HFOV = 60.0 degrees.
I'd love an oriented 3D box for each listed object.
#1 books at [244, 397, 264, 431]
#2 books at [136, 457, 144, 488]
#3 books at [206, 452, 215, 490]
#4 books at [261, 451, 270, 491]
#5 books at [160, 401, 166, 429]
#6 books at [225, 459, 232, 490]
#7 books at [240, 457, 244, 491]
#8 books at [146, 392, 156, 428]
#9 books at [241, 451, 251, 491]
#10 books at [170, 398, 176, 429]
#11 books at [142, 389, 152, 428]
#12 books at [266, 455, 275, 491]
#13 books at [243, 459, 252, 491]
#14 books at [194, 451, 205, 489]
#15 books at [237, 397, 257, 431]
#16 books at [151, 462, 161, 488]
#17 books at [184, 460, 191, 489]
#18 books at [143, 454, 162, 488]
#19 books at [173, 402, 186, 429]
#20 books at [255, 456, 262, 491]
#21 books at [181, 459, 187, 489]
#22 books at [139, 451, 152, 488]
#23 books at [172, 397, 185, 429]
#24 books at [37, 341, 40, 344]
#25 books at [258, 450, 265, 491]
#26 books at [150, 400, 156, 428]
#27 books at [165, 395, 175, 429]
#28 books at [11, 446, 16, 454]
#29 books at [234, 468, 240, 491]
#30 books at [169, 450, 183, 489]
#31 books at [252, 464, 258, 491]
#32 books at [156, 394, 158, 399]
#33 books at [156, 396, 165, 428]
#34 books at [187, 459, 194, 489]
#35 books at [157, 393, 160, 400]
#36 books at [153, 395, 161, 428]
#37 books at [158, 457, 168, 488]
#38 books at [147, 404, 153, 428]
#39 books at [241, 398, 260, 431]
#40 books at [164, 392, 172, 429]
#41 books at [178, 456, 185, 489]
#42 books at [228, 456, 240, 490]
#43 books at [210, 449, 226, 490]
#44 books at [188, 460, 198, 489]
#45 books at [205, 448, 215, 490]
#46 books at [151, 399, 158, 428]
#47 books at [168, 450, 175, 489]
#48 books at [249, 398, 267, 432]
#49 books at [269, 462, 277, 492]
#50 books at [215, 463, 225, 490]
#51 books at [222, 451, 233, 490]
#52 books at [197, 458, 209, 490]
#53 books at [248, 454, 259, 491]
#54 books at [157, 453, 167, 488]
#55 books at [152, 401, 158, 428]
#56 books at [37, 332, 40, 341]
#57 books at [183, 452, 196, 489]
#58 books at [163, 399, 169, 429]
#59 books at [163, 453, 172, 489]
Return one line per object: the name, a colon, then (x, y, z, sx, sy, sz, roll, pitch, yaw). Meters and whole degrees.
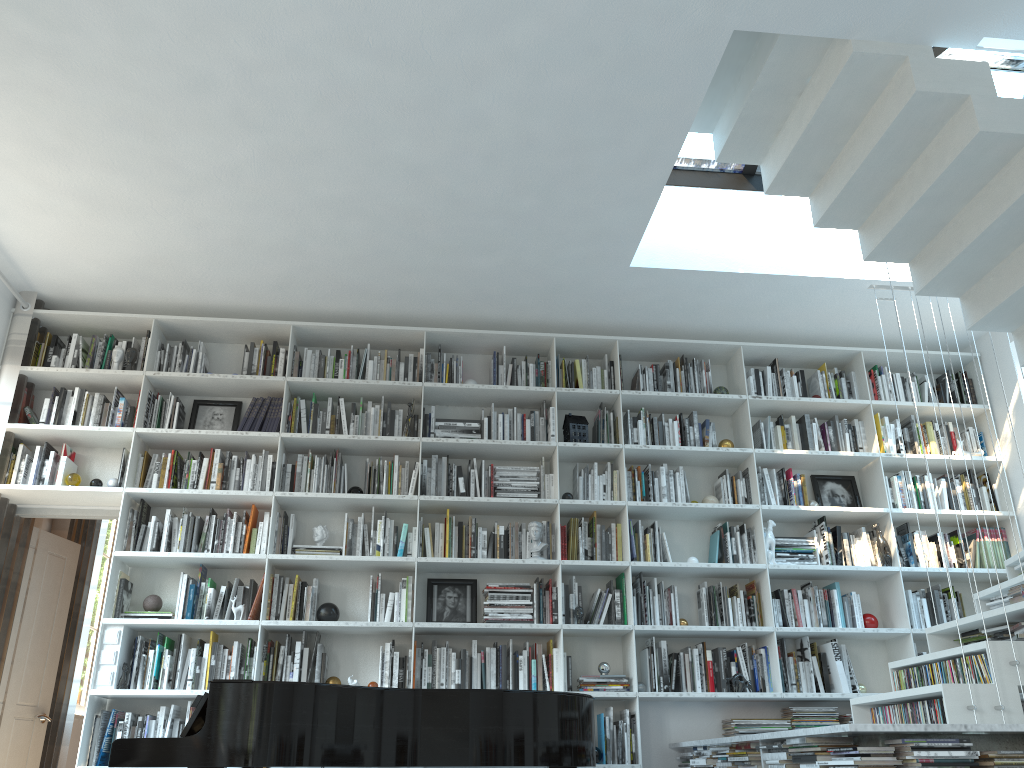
books: (-1.606, 0.240, 5.532, 0.110, 0.278, 0.175, 2, -23, -6)
books: (-2.214, 0.572, 5.323, 0.022, 0.231, 0.152, 2, -23, -6)
books: (-1.805, 0.566, 5.360, 0.023, 0.270, 0.187, 2, -23, -6)
books: (-1.496, 0.573, 5.402, 0.022, 0.288, 0.170, 2, -23, -6)
books: (-2.130, 0.240, 5.458, 0.018, 0.217, 0.187, 2, -23, -6)
books: (-1.704, 0.590, 5.369, 0.013, 0.231, 0.172, 2, -23, -6)
books: (-1.639, 0.587, 5.398, 0.035, 0.259, 0.131, 2, -23, -6)
books: (-2.222, 0.211, 5.474, 0.006, 0.286, 0.149, 2, -23, -6)
books: (-1.614, 0.572, 5.388, 0.012, 0.279, 0.189, 2, -23, -6)
books: (-2.077, 0.231, 5.477, 0.011, 0.248, 0.169, 2, -23, -6)
books: (-2.234, 0.203, 5.464, 0.005, 0.291, 0.185, 2, -23, -6)
books: (-1.467, 0.585, 5.397, 0.035, 0.262, 0.178, 2, -23, -6)
books: (-1.592, 0.594, 5.376, 0.030, 0.229, 0.173, 2, -23, -6)
books: (-1.885, 0.566, 5.362, 0.014, 0.271, 0.181, 2, -23, -6)
books: (-1.652, 0.242, 5.536, 0.110, 0.278, 0.175, 2, -23, -6)
books: (-2.114, 0.587, 5.311, 0.026, 0.194, 0.176, 2, -23, -6)
books: (-1.940, 0.587, 5.341, 0.014, 0.217, 0.165, 2, -23, -6)
books: (-2.161, 0.566, 5.340, 0.062, 0.257, 0.153, 2, -23, -6)
books: (-2.052, 0.245, 5.464, 0.012, 0.213, 0.186, 2, -23, -6)
books: (-1.532, 0.589, 5.409, 0.024, 0.264, 0.155, 2, -23, -6)
books: (-1.967, 0.587, 5.356, 0.012, 0.229, 0.150, 2, -23, -6)
books: (-2.196, 0.556, 5.323, 0.012, 0.262, 0.181, 2, -23, -6)
books: (-2.065, 0.229, 5.478, 0.012, 0.253, 0.167, 2, -23, -6)
books: (-2.969, -0.130, 5.545, 0.011, 0.240, 0.151, 2, -23, -6)
books: (-1.511, 0.567, 5.389, 0.012, 0.289, 0.183, 2, -23, -6)
books: (-2.201, 0.235, 5.470, 0.005, 0.237, 0.154, 2, -23, -6)
books: (-2.093, 0.223, 5.469, 0.023, 0.257, 0.184, 2, -23, -6)
books: (-2.958, 0.517, 5.237, 0.011, 0.271, 0.189, 2, -23, -6)
books: (-1.660, 0.619, 5.376, 0.022, 0.185, 0.137, 2, -23, -6)
books: (-2.023, 0.554, 5.339, 0.011, 0.276, 0.165, 2, -23, -6)
books: (-1.550, 0.612, 5.387, 0.013, 0.205, 0.173, 2, -23, -6)
books: (-2.196, 0.217, 5.478, 0.005, 0.276, 0.147, 2, -23, -6)
books: (-2.152, 0.224, 5.456, 0.004, 0.245, 0.189, 2, -23, -6)
books: (-1.928, 0.585, 5.351, 0.011, 0.228, 0.171, 2, -23, -6)
books: (-2.191, 0.213, 5.483, 0.006, 0.287, 0.144, 2, -23, -6)
books: (-2.169, 0.222, 5.468, 0.009, 0.259, 0.184, 2, -23, -6)
books: (-2.077, 0.577, 5.332, 0.030, 0.229, 0.173, 2, -23, -6)
books: (-2.211, 0.250, 5.462, 0.015, 0.206, 0.173, 2, -23, -6)
books: (-1.631, 0.246, 5.546, 0.110, 0.278, 0.175, 2, -23, -6)
books: (-2.107, 0.216, 5.480, 0.005, 0.280, 0.191, 2, -23, -6)
books: (-1.996, 0.575, 5.353, 0.047, 0.248, 0.134, 2, -23, -6)
books: (-1.685, 0.584, 5.390, 0.029, 0.259, 0.158, 2, -23, -6)
books: (-1.778, 0.558, 5.361, 0.030, 0.284, 0.186, 2, -23, -6)
books: (-1.906, 0.589, 5.345, 0.031, 0.216, 0.173, 2, -23, -6)
books: (-1.825, 0.557, 5.381, 0.014, 0.302, 0.152, 2, -23, -6)
books: (-2.182, 0.235, 5.457, 0.009, 0.227, 0.185, 2, -23, -6)
books: (-2.039, 0.556, 5.348, 0.020, 0.279, 0.165, 2, -23, -6)
books: (-1.585, 0.248, 5.551, 0.110, 0.278, 0.175, 2, -23, -6)
books: (-1.427, 0.604, 5.366, 0.039, 0.201, 0.237, 2, -24, -6)
books: (-1.748, 0.599, 5.343, 0.029, 0.194, 0.193, 2, -24, -6)
books: (-1.724, 0.570, 5.388, 0.025, 0.285, 0.162, 2, -23, -6)
books: (-1.855, 0.585, 5.363, 0.047, 0.237, 0.163, 2, -23, -6)
books: (-1.566, 0.580, 5.384, 0.022, 0.262, 0.175, 2, -23, -6)
books: (-2.098, 0.563, 5.340, 0.010, 0.261, 0.151, 2, -23, -6)
books: (-2.174, 0.238, 5.446, 0.004, 0.213, 0.187, 2, -23, -6)
books: (-2.979, -0.165, 5.545, 0.012, 0.306, 0.181, 2, -23, -6)
books: (-1.955, 0.564, 5.363, 0.012, 0.276, 0.151, 2, -23, -6)
books: (-2.119, 0.233, 5.474, 0.019, 0.242, 0.154, 2, -23, -6)
books: (-2.055, 0.567, 5.337, 0.014, 0.251, 0.188, 2, -23, -6)
